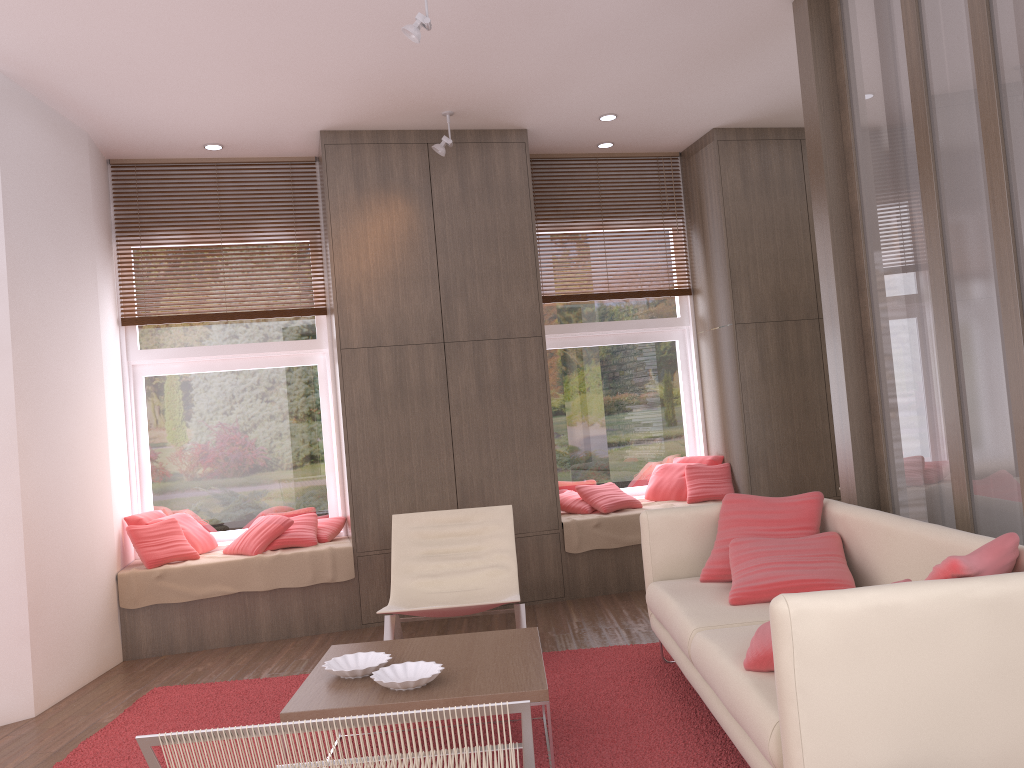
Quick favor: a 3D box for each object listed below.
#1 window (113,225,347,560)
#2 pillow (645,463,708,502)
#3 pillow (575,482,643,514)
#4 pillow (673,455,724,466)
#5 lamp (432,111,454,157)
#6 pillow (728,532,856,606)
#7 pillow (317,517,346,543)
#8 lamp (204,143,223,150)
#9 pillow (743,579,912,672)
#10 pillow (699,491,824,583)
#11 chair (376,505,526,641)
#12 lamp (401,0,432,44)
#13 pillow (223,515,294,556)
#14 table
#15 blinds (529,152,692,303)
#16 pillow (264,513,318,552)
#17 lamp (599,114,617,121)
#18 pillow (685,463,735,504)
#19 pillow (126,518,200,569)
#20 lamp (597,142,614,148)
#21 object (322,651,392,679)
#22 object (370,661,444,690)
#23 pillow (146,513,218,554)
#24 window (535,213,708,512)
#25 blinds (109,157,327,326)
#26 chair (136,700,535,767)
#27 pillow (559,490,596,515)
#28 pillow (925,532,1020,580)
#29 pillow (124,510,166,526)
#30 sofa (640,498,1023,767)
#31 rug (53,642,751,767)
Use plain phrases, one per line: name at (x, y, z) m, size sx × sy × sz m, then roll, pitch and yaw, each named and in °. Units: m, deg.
window at (-1.960, 0.022, 6.233) m, size 1.407 × 2.229 × 0.160 m, roll -4°, pitch -2°, yaw -14°
pillow at (1.222, 0.742, 6.708) m, size 0.485 × 0.279 × 0.270 m, roll -7°, pitch -3°, yaw 35°
pillow at (0.697, 0.820, 6.429) m, size 0.403 × 0.200 × 0.354 m, roll -3°, pitch -3°, yaw -36°
pillow at (1.387, 0.722, 6.772) m, size 0.484 × 0.334 × 0.193 m, roll -7°, pitch -3°, yaw 40°
lamp at (-0.442, -1.597, 5.678) m, size 0.158 × 0.275 × 0.102 m, roll -5°, pitch -2°, yaw 6°
pillow at (1.146, 0.767, 3.693) m, size 0.507 × 0.224 × 0.467 m, roll -5°, pitch -2°, yaw 12°
pillow at (-1.368, 1.011, 6.108) m, size 0.397 × 0.150 × 0.373 m, roll -6°, pitch -2°, yaw 15°
lamp at (-1.997, -1.586, 5.931) m, size 0.119 × 0.010 × 0.119 m, roll -6°, pitch -3°, yaw 25°
pillow at (0.986, 0.742, 2.738) m, size 0.467 × 0.224 × 0.507 m, roll -6°, pitch -3°, yaw 27°
pillow at (1.138, 0.699, 4.033) m, size 0.498 × 0.377 × 0.379 m, roll -7°, pitch -3°, yaw 34°
chair at (-0.309, 1.088, 4.678) m, size 0.739 × 0.767 × 0.860 m, roll -5°, pitch -2°, yaw -1°
lamp at (-0.425, -1.668, 3.974) m, size 0.158 × 0.275 × 0.102 m, roll -5°, pitch -2°, yaw 6°
pillow at (-1.665, 0.993, 5.823) m, size 0.389 × 0.234 × 0.356 m, roll -7°, pitch -3°, yaw 37°
table at (-0.297, 1.207, 3.217) m, size 0.850 × 0.378 × 0.850 m, roll -5°, pitch -2°, yaw -1°
blinds at (0.704, -1.217, 6.843) m, size 1.373 × 1.138 × 0.042 m, roll -4°, pitch -2°, yaw -14°
pillow at (-1.482, 0.986, 5.903) m, size 0.403 × 0.200 × 0.354 m, roll -5°, pitch -2°, yaw -5°
lamp at (0.653, -1.810, 6.024) m, size 0.119 × 0.010 × 0.119 m, roll -6°, pitch -3°, yaw 25°
pillow at (1.445, 0.726, 6.504) m, size 0.357 × 0.278 × 0.264 m, roll -5°, pitch -2°, yaw 7°
pillow at (-2.206, 1.003, 5.605) m, size 0.264 × 0.278 × 0.357 m, roll -7°, pitch -3°, yaw 41°
lamp at (0.700, -1.789, 6.640) m, size 0.119 × 0.010 × 0.119 m, roll -6°, pitch -3°, yaw 25°
object at (-0.555, 1.016, 3.186) m, size 0.251 × 0.043 × 0.249 m, roll -4°, pitch -3°, yaw -31°
object at (-0.352, 0.991, 2.991) m, size 0.249 × 0.043 × 0.251 m, roll -5°, pitch -2°, yaw 11°
pillow at (-2.174, 1.002, 5.907) m, size 0.270 × 0.279 × 0.485 m, roll -5°, pitch -2°, yaw 13°
window at (0.766, -0.186, 6.896) m, size 1.407 × 2.229 × 0.160 m, roll -4°, pitch -2°, yaw -14°
blinds at (-2.024, -1.007, 6.171) m, size 1.373 × 1.142 × 0.042 m, roll -4°, pitch -2°, yaw -14°
chair at (-0.280, 0.972, 1.937) m, size 0.739 × 0.762 × 0.853 m, roll -5°, pitch -2°, yaw -1°
pillow at (0.481, 0.869, 6.508) m, size 0.373 × 0.150 × 0.397 m, roll -6°, pitch -3°, yaw 33°
pillow at (1.200, 0.631, 2.512) m, size 0.498 × 0.377 × 0.379 m, roll -3°, pitch -3°, yaw -41°
pillow at (-2.341, 1.005, 5.844) m, size 0.193 × 0.334 × 0.484 m, roll -5°, pitch -2°, yaw 9°
sofa at (1.099, 0.905, 3.246) m, size 0.919 × 0.751 × 2.204 m, roll -5°, pitch -2°, yaw -1°
rug at (-0.196, 1.392, 3.199) m, size 3.344 × 0.016 × 2.938 m, roll -5°, pitch -2°, yaw -1°
